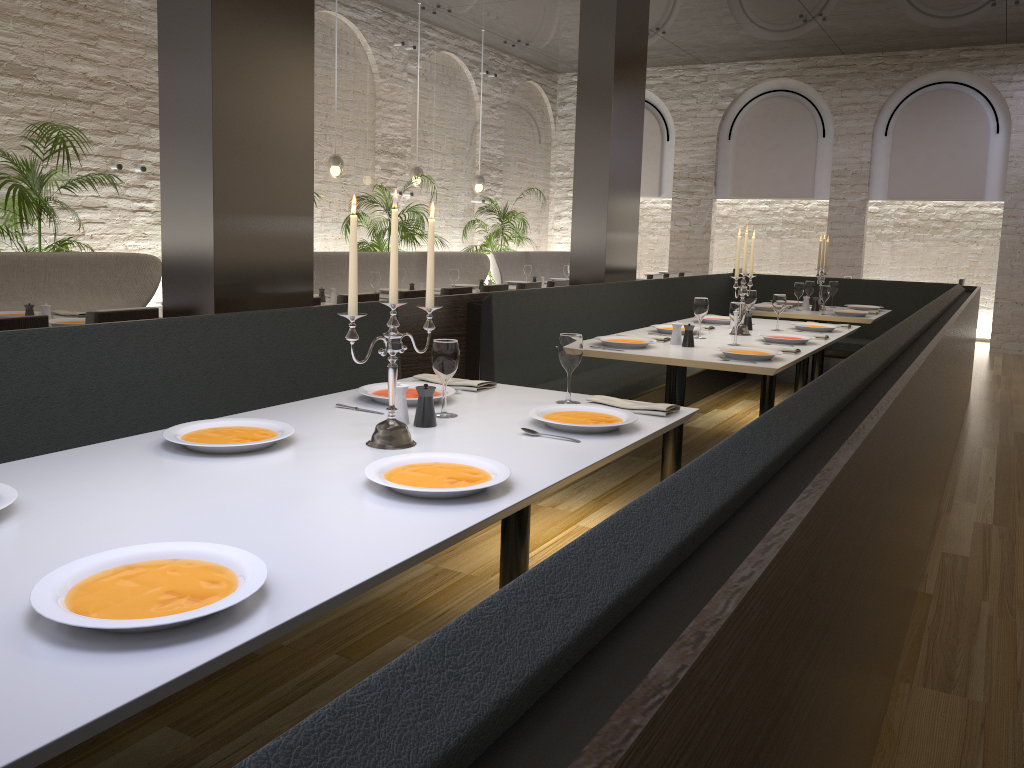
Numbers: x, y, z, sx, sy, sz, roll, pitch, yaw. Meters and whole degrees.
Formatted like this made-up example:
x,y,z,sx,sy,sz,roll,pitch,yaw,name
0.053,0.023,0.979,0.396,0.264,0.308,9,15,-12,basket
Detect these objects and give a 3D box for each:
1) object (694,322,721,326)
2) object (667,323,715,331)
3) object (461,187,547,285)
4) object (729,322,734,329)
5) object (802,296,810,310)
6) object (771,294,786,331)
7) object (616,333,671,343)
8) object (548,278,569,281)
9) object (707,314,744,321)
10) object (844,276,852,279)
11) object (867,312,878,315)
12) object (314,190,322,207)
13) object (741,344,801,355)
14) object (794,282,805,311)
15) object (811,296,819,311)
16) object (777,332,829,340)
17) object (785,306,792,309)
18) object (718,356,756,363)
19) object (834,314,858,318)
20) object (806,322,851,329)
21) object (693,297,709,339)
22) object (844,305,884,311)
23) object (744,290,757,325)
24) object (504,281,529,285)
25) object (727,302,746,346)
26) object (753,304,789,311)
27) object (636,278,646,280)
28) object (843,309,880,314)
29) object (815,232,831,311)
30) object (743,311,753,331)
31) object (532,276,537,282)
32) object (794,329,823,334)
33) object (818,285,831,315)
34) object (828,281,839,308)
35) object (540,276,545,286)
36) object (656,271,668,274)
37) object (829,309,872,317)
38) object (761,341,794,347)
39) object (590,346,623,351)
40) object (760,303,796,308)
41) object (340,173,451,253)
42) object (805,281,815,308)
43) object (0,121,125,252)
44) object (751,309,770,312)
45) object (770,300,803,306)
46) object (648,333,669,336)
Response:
x,y,z,sx,sy,sz,roll,pitch,yaw,name
1.290,-0.395,5.846,0.185,0.010,0.017,7,10,29,object
1.129,-0.361,5.596,0.273,0.033,0.143,7,11,29,object
-0.137,-1.687,11.975,1.145,1.964,1.194,3,8,9,object
1.417,-0.408,5.630,0.069,0.126,0.069,5,8,22,object
2.469,-0.678,7.437,0.069,0.126,0.069,-1,8,-19,object
1.685,-0.451,5.600,0.086,0.229,0.087,8,10,40,object
0.728,-0.254,4.881,0.273,0.033,0.143,7,11,29,object
0.601,-1.266,10.818,0.322,0.036,0.323,-2,10,-23,object
1.547,-0.474,6.342,0.273,0.033,0.143,7,11,29,object
3.491,-1.005,9.230,0.086,0.229,0.087,-3,9,-31,object
2.837,-0.584,7.242,0.273,0.033,0.143,7,11,29,object
-2.326,-1.104,8.096,1.189,1.964,1.150,-3,9,-30,object
1.329,-0.179,4.551,0.273,0.033,0.143,7,11,29,object
2.381,-0.726,7.365,0.086,0.229,0.086,-2,8,-25,object
2.528,-0.667,7.378,0.069,0.126,0.069,-1,8,-19,object
1.729,-0.286,5.266,0.273,0.033,0.143,7,11,29,object
2.239,-0.660,7.578,0.273,0.033,0.143,7,11,29,object
1.040,-0.111,4.097,0.182,0.015,0.038,7,11,30,object
2.587,-0.527,6.858,0.182,0.015,0.038,7,11,30,object
2.148,-0.399,6.012,0.273,0.033,0.143,7,11,29,object
1.066,-0.373,5.017,0.086,0.229,0.087,6,9,29,object
3.042,-0.655,7.662,0.321,0.036,0.323,0,10,-13,object
1.601,-0.517,5.973,0.086,0.229,0.087,8,10,40,object
0.064,-1.122,9.860,0.322,0.036,0.323,-2,10,-23,object
1.199,-0.321,4.733,0.086,0.229,0.087,-1,8,-19,object
2.126,-0.627,7.319,0.321,0.036,0.323,3,10,5,object
1.624,-1.356,11.549,0.322,0.036,0.323,-2,10,-23,object
2.912,-0.604,7.376,0.273,0.033,0.143,7,11,29,object
2.607,-0.950,7.455,0.132,0.653,0.391,8,10,39,object
1.487,-0.398,5.588,0.069,0.126,0.069,5,8,22,object
0.246,-1.125,9.679,0.059,0.109,0.060,-2,9,-25,object
1.859,-0.331,5.559,0.182,0.015,0.038,7,11,30,object
2.465,-0.661,6.992,0.086,0.229,0.086,-2,8,-25,object
2.840,-0.792,7.843,0.086,0.229,0.086,2,8,-1,object
0.329,-1.123,9.685,0.059,0.109,0.060,-2,9,-25,object
2.495,-1.798,14.334,0.321,0.036,0.323,-3,11,-26,object
2.679,-0.558,7.013,0.321,0.036,0.323,3,10,5,object
1.441,-0.219,4.812,0.182,0.015,0.038,7,11,30,object
0.471,-0.175,4.385,0.185,0.010,0.017,7,10,29,object
2.314,-0.680,7.712,0.273,0.033,0.143,7,11,29,object
-1.350,-1.367,9.843,1.145,1.964,1.194,-1,8,-20,object
2.602,-0.786,7.760,0.086,0.229,0.086,-2,8,-25,object
-3.354,-0.828,6.261,1.189,1.964,1.150,-3,9,-30,object
2.018,-0.591,7.146,0.185,0.010,0.017,7,10,29,object
2.489,-0.725,7.967,0.322,0.036,0.323,6,10,24,object
0.871,-0.283,5.100,0.185,0.010,0.017,7,10,29,object
